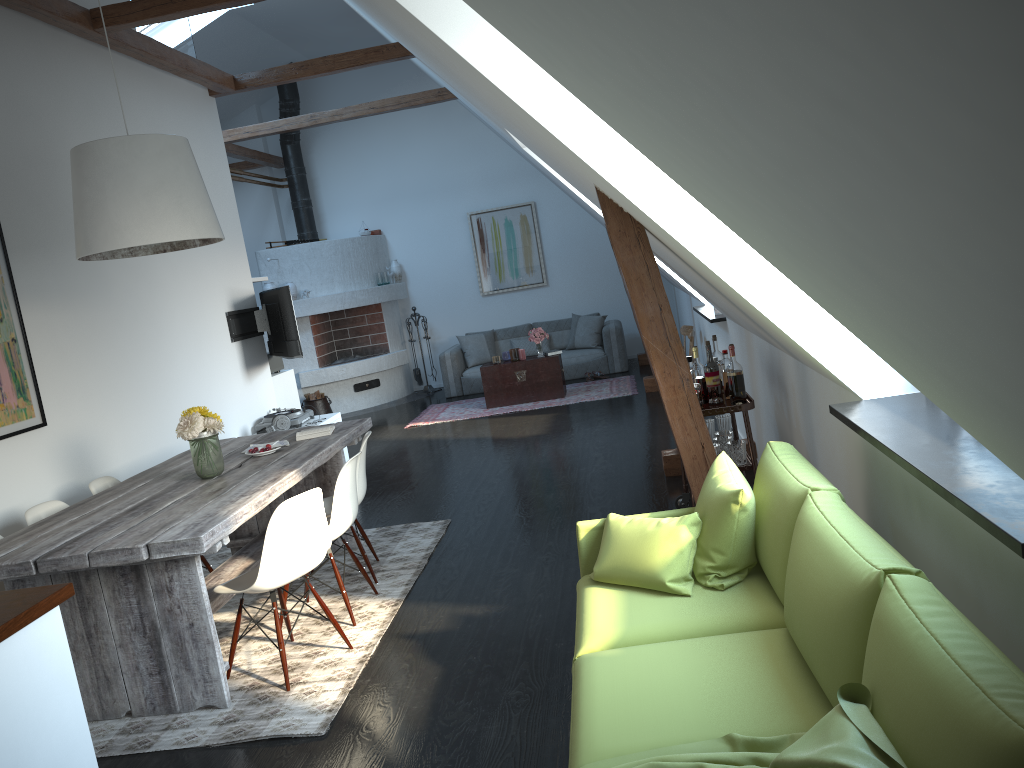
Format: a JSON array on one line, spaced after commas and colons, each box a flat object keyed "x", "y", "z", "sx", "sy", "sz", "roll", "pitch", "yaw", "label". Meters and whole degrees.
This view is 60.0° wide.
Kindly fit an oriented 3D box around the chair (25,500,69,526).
[{"x": -2.049, "y": 0.959, "z": 4.419, "sx": 0.542, "sy": 0.801, "sz": 0.465, "roll": -8, "pitch": 8, "yaw": 14, "label": "chair"}]

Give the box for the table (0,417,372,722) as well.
[{"x": -1.526, "y": 0.854, "z": 4.606, "sx": 1.141, "sy": 0.788, "sz": 2.421, "roll": -8, "pitch": 8, "yaw": 8, "label": "table"}]

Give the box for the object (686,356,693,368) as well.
[{"x": 1.016, "y": -0.055, "z": 5.033, "sx": 0.087, "sy": 0.206, "sz": 0.087, "roll": -5, "pitch": 9, "yaw": 32, "label": "object"}]

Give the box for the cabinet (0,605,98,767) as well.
[{"x": -1.870, "y": 0.599, "z": 0.977, "sx": 4.208, "sy": 2.369, "sz": 3.033, "roll": -8, "pitch": 8, "yaw": 8, "label": "cabinet"}]

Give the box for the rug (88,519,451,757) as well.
[{"x": -1.473, "y": 1.230, "z": 4.677, "sx": 1.898, "sy": 0.022, "sz": 2.677, "roll": -8, "pitch": 8, "yaw": 8, "label": "rug"}]

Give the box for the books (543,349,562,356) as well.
[{"x": 0.468, "y": -0.367, "z": 10.377, "sx": 0.179, "sy": 0.034, "sz": 0.243, "roll": -11, "pitch": 8, "yaw": -14, "label": "books"}]

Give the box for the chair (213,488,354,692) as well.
[{"x": -1.021, "y": 0.860, "z": 3.886, "sx": 0.542, "sy": 0.801, "sz": 0.465, "roll": -4, "pitch": 9, "yaw": 33, "label": "chair"}]

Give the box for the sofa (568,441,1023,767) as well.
[{"x": 0.582, "y": 0.795, "z": 2.293, "sx": 0.898, "sy": 0.825, "sz": 2.093, "roll": -9, "pitch": 8, "yaw": 7, "label": "sofa"}]

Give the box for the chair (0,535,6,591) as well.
[{"x": -2.102, "y": 1.031, "z": 3.954, "sx": 0.542, "sy": 0.801, "sz": 0.465, "roll": -8, "pitch": 8, "yaw": 9, "label": "chair"}]

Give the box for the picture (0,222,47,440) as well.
[{"x": -2.777, "y": -0.280, "z": 4.545, "sx": 0.036, "sy": 1.181, "sz": 0.808, "roll": -8, "pitch": 8, "yaw": 8, "label": "picture"}]

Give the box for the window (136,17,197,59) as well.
[{"x": -3.670, "y": -3.050, "z": 7.377, "sx": 1.548, "sy": 1.089, "sz": 1.165, "roll": -8, "pitch": 8, "yaw": 8, "label": "window"}]

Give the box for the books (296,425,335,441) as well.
[{"x": -1.177, "y": 0.282, "z": 5.315, "sx": 0.202, "sy": 0.042, "sz": 0.251, "roll": -10, "pitch": 8, "yaw": -4, "label": "books"}]

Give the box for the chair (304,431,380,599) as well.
[{"x": -0.985, "y": 0.707, "z": 4.976, "sx": 0.542, "sy": 0.801, "sz": 0.465, "roll": -10, "pitch": 8, "yaw": -6, "label": "chair"}]

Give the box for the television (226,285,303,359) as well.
[{"x": -2.319, "y": -0.494, "z": 7.954, "sx": 0.537, "sy": 0.652, "sz": 1.005, "roll": -13, "pitch": 8, "yaw": -27, "label": "television"}]

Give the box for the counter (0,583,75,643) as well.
[{"x": -1.399, "y": 0.806, "z": 0.981, "sx": 3.365, "sy": 0.038, "sz": 3.085, "roll": -8, "pitch": 8, "yaw": 8, "label": "counter"}]

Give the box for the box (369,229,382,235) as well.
[{"x": -1.997, "y": -2.154, "z": 12.697, "sx": 0.229, "sy": 0.078, "sz": 0.127, "roll": -8, "pitch": 8, "yaw": 8, "label": "box"}]

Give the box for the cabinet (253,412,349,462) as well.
[{"x": -1.901, "y": 0.631, "z": 7.802, "sx": 0.623, "sy": 0.507, "sz": 1.069, "roll": -8, "pitch": 8, "yaw": 8, "label": "cabinet"}]

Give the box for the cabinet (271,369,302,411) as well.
[{"x": -2.586, "y": 0.405, "z": 8.760, "sx": 0.869, "sy": 0.921, "sz": 0.638, "roll": -8, "pitch": 8, "yaw": 8, "label": "cabinet"}]

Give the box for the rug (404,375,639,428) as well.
[{"x": 0.152, "y": 0.188, "z": 10.428, "sx": 2.647, "sy": 0.029, "sz": 1.512, "roll": -8, "pitch": 8, "yaw": 8, "label": "rug"}]

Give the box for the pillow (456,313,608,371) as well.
[{"x": 0.285, "y": -0.598, "z": 11.919, "sx": 2.075, "sy": 0.515, "sz": 0.444, "roll": -8, "pitch": 8, "yaw": 8, "label": "pillow"}]

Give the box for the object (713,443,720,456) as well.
[{"x": 1.021, "y": 0.371, "z": 4.525, "sx": 0.095, "sy": 0.119, "sz": 0.095, "roll": -14, "pitch": 9, "yaw": -30, "label": "object"}]

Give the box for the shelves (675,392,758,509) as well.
[{"x": 1.106, "y": 0.421, "z": 4.780, "sx": 0.438, "sy": 0.732, "sz": 0.803, "roll": -9, "pitch": 8, "yaw": 4, "label": "shelves"}]

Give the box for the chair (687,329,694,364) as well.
[{"x": 1.636, "y": -0.158, "z": 8.566, "sx": 0.342, "sy": 0.696, "sz": 0.329, "roll": -8, "pitch": 8, "yaw": 9, "label": "chair"}]

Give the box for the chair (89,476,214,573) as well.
[{"x": -1.978, "y": 0.877, "z": 4.944, "sx": 0.542, "sy": 0.801, "sz": 0.465, "roll": -9, "pitch": 8, "yaw": 4, "label": "chair"}]

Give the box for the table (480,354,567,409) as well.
[{"x": 0.140, "y": -0.047, "z": 10.371, "sx": 0.962, "sy": 0.492, "sz": 0.471, "roll": -8, "pitch": 8, "yaw": 8, "label": "table"}]

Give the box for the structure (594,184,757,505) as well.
[{"x": 1.191, "y": -0.330, "z": 5.685, "sx": 1.023, "sy": 1.963, "sz": 12.350, "roll": -8, "pitch": 8, "yaw": 8, "label": "structure"}]

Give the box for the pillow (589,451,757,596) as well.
[{"x": 0.536, "y": 0.504, "z": 3.035, "sx": 0.600, "sy": 0.387, "sz": 0.475, "roll": -9, "pitch": 8, "yaw": 5, "label": "pillow"}]

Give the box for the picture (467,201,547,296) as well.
[{"x": -0.073, "y": -1.918, "z": 12.588, "sx": 0.965, "sy": 1.185, "sz": 0.025, "roll": -8, "pitch": 8, "yaw": 8, "label": "picture"}]

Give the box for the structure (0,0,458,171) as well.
[{"x": -4.055, "y": -2.573, "z": 7.635, "sx": 10.230, "sy": 3.562, "sz": 15.910, "roll": -8, "pitch": 8, "yaw": 13, "label": "structure"}]

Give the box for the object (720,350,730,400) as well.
[{"x": 1.139, "y": -0.053, "z": 4.679, "sx": 0.067, "sy": 0.257, "sz": 0.099, "roll": -8, "pitch": 8, "yaw": 13, "label": "object"}]

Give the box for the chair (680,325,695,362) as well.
[{"x": 1.700, "y": -0.222, "z": 8.960, "sx": 0.342, "sy": 0.696, "sz": 0.329, "roll": -11, "pitch": 8, "yaw": -9, "label": "chair"}]

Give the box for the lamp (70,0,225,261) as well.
[{"x": -2.037, "y": -2.035, "z": 4.202, "sx": 0.757, "sy": 2.813, "sz": 0.697, "roll": -14, "pitch": 9, "yaw": -32, "label": "lamp"}]

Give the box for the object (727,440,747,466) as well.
[{"x": 1.148, "y": 0.352, "z": 4.511, "sx": 0.095, "sy": 0.119, "sz": 0.095, "roll": -14, "pitch": 9, "yaw": -30, "label": "object"}]

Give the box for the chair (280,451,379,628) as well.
[{"x": -0.954, "y": 0.772, "z": 4.453, "sx": 0.542, "sy": 0.801, "sz": 0.465, "roll": -8, "pitch": 8, "yaw": 9, "label": "chair"}]

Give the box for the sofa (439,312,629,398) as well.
[{"x": 0.305, "y": -0.437, "z": 12.040, "sx": 2.458, "sy": 0.770, "sz": 1.107, "roll": -8, "pitch": 8, "yaw": 8, "label": "sofa"}]

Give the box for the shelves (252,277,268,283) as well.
[{"x": -3.196, "y": -0.879, "z": 8.538, "sx": 1.604, "sy": 0.038, "sz": 0.478, "roll": -8, "pitch": 8, "yaw": 8, "label": "shelves"}]

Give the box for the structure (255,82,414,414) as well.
[{"x": -3.189, "y": -1.963, "z": 12.852, "sx": 3.058, "sy": 4.752, "sz": 3.049, "roll": -7, "pitch": 8, "yaw": 16, "label": "structure"}]
